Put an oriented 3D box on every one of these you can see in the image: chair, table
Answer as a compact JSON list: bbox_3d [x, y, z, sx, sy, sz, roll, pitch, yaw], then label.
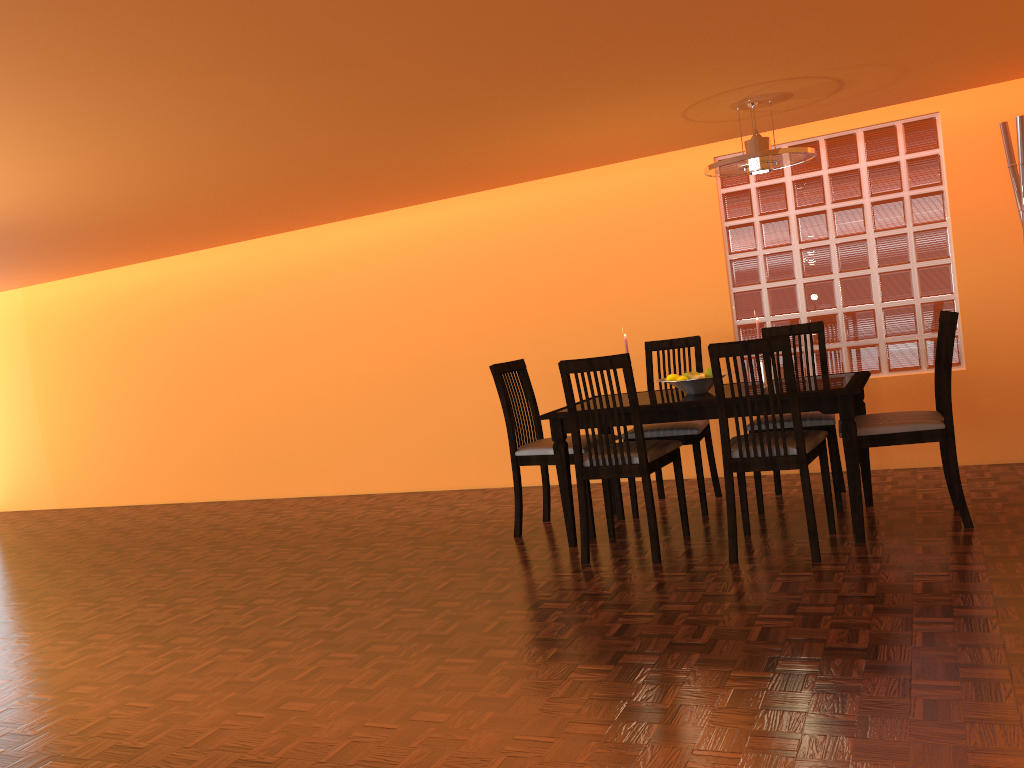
[{"bbox_3d":[0.205,0.277,4.090,0.465,0.809,0.373,-6,4,30],"label":"chair"},{"bbox_3d":[0.859,0.325,3.762,1.259,0.584,0.697,-6,4,25],"label":"table"},{"bbox_3d":[1.518,0.142,3.459,0.465,0.809,0.373,-6,3,20],"label":"chair"},{"bbox_3d":[0.962,0.223,3.312,0.373,0.809,0.465,-6,4,25],"label":"chair"},{"bbox_3d":[1.283,0.142,4.003,0.373,0.809,0.465,-6,4,25],"label":"chair"},{"bbox_3d":[0.764,0.195,4.249,0.373,0.809,0.465,-6,4,25],"label":"chair"},{"bbox_3d":[0.443,0.277,3.558,0.373,0.809,0.465,-6,4,25],"label":"chair"}]

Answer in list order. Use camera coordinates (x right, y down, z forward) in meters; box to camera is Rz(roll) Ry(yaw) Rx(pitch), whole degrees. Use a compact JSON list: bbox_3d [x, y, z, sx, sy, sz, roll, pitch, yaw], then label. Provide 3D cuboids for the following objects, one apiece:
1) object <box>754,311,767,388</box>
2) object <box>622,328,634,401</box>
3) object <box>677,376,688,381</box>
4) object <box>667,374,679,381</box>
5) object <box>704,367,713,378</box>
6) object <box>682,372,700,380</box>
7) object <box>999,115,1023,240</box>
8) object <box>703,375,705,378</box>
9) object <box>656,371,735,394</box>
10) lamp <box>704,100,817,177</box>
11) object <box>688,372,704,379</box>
[{"bbox_3d":[1.022,-0.150,3.649,0.044,0.326,0.044,-7,3,14],"label":"object"},{"bbox_3d":[0.500,-0.090,3.804,0.044,0.326,0.044,-7,3,14],"label":"object"},{"bbox_3d":[0.718,-0.010,3.731,0.046,0.046,0.055,-8,3,-12],"label":"object"},{"bbox_3d":[0.686,-0.020,3.770,0.055,0.046,0.046,-7,3,8],"label":"object"},{"bbox_3d":[0.847,-0.040,3.742,0.069,0.066,0.069,-5,4,35],"label":"object"},{"bbox_3d":[0.771,-0.013,3.811,0.087,0.076,0.089,-5,4,31],"label":"object"},{"bbox_3d":[2.335,-0.380,3.903,0.308,1.589,0.226,-10,4,-43],"label":"object"},{"bbox_3d":[0.836,-0.017,3.795,0.047,0.056,0.045,-5,4,32],"label":"object"},{"bbox_3d":[0.785,0.002,3.773,0.337,0.072,0.337,-8,3,-8],"label":"object"},{"bbox_3d":[0.980,-0.986,3.553,0.435,0.274,0.435,-10,4,-42],"label":"lamp"},{"bbox_3d":[0.777,-0.016,3.712,0.066,0.070,0.055,-7,3,7],"label":"object"}]
